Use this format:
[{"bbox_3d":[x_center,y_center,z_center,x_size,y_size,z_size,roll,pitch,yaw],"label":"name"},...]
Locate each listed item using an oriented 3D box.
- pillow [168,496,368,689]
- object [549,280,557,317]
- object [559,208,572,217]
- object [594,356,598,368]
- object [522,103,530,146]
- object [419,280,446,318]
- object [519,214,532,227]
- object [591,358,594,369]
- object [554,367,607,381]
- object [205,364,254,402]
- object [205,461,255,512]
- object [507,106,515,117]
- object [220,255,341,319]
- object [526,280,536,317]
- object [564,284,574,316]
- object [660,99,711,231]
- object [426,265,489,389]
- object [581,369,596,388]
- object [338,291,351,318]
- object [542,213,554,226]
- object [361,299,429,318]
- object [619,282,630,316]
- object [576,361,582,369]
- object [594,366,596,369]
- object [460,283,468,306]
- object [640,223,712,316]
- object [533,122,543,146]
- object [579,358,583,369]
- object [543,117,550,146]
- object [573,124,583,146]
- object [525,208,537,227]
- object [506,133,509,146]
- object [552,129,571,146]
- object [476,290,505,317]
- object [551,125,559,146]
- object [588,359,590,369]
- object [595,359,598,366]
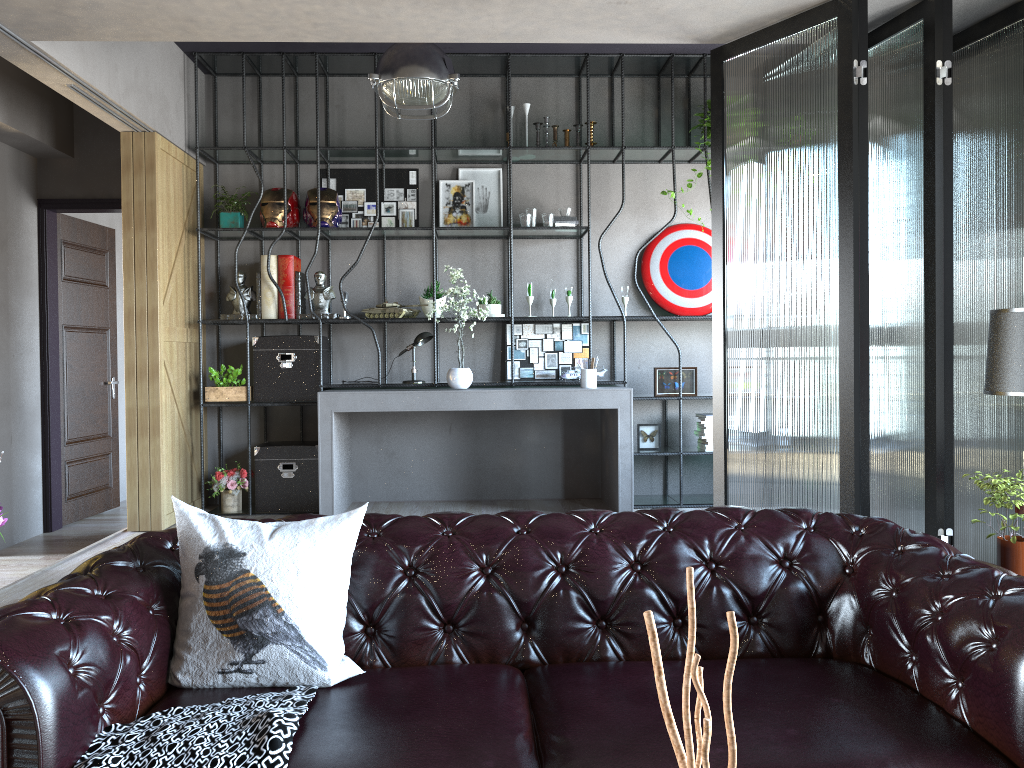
[{"bbox_3d":[-0.643,0.529,2.334,0.528,0.469,0.283,-1,1,1],"label":"pillow"},{"bbox_3d":[0.311,-0.647,6.766,0.113,0.301,0.113,0,1,16],"label":"object"},{"bbox_3d":[0.401,-1.282,6.654,0.103,0.068,0.103,-1,1,-10],"label":"object"},{"bbox_3d":[0.578,-0.102,6.240,0.052,0.185,0.009,-1,1,-1],"label":"object"},{"bbox_3d":[0.110,-1.904,6.660,0.128,0.390,0.128,-1,1,-43],"label":"object"},{"bbox_3d":[-0.575,-0.632,6.493,0.193,0.305,0.136,0,1,31],"label":"object"},{"bbox_3d":[0.099,-1.177,6.421,0.092,0.099,0.093,0,2,35],"label":"object"},{"bbox_3d":[0.563,-0.084,6.257,0.023,0.204,0.037,0,1,37],"label":"object"},{"bbox_3d":[0.493,-0.080,6.622,0.379,0.111,0.351,0,2,30],"label":"object"},{"bbox_3d":[-2.025,-0.011,6.346,0.304,0.265,0.180,-1,1,-2],"label":"object"},{"bbox_3d":[-2.058,0.737,6.424,0.345,0.362,0.332,-1,1,1],"label":"object"},{"bbox_3d":[-0.005,-1.905,6.726,0.128,0.390,0.128,-1,1,-34],"label":"object"},{"bbox_3d":[-1.690,-0.698,6.502,0.833,0.466,0.290,-1,1,-2],"label":"object"},{"bbox_3d":[0.129,-0.623,6.460,0.113,0.275,0.113,-1,1,1],"label":"object"},{"bbox_3d":[0.418,-0.613,6.509,0.113,0.246,0.113,0,1,16],"label":"object"},{"bbox_3d":[1.459,-1.594,6.423,0.720,1.025,0.650,0,1,16],"label":"object"},{"bbox_3d":[-0.346,-0.395,6.063,0.420,0.852,0.398,0,1,44],"label":"object"},{"bbox_3d":[0.537,-0.037,6.222,0.110,0.137,0.110,0,1,8],"label":"object"},{"bbox_3d":[-1.212,-0.570,6.414,0.093,0.200,0.093,-1,1,-7],"label":"object"},{"bbox_3d":[0.261,-1.179,6.428,0.092,0.099,0.092,-2,2,-45],"label":"object"},{"bbox_3d":[-0.844,-0.562,6.542,0.577,0.170,0.206,0,2,33],"label":"object"},{"bbox_3d":[0.848,-0.634,6.654,0.113,0.270,0.113,-1,1,-14],"label":"object"},{"bbox_3d":[0.516,-0.073,6.234,0.137,0.190,0.009,-1,1,1],"label":"object"},{"bbox_3d":[0.561,-0.060,6.211,0.068,0.159,0.009,0,1,11],"label":"object"},{"bbox_3d":[-0.362,-0.624,6.690,0.113,0.273,0.113,-1,1,-36],"label":"object"},{"bbox_3d":[1.359,-0.876,6.814,0.751,0.739,0.185,-1,1,-2],"label":"object"},{"bbox_3d":[0.193,-1.823,6.557,0.084,0.233,0.084,0,1,25],"label":"object"},{"bbox_3d":[0.501,-0.083,6.247,0.046,0.202,0.023,0,1,34],"label":"object"},{"bbox_3d":[0.254,-1.827,6.487,0.100,0.243,0.100,0,1,7],"label":"object"},{"bbox_3d":[0.494,-1.828,6.618,0.084,0.233,0.084,-1,1,-21],"label":"object"},{"bbox_3d":[0.143,-1.208,6.527,0.087,0.155,0.087,0,1,10],"label":"object"},{"bbox_3d":[-0.022,-1.766,6.474,0.135,0.129,0.135,-1,1,-29],"label":"object"},{"bbox_3d":[0.403,-1.783,6.503,0.189,0.152,0.189,0,1,21],"label":"object"},{"bbox_3d":[-0.170,-0.590,6.529,0.235,0.212,0.235,1,2,43],"label":"object"},{"bbox_3d":[0.326,-1.824,6.660,0.080,0.226,0.080,-1,1,-29],"label":"object"},{"bbox_3d":[0.542,-0.092,6.263,0.009,0.167,0.061,0,1,10],"label":"object"},{"bbox_3d":[0.579,-0.094,6.227,0.062,0.169,0.009,-1,1,-3],"label":"object"}]
